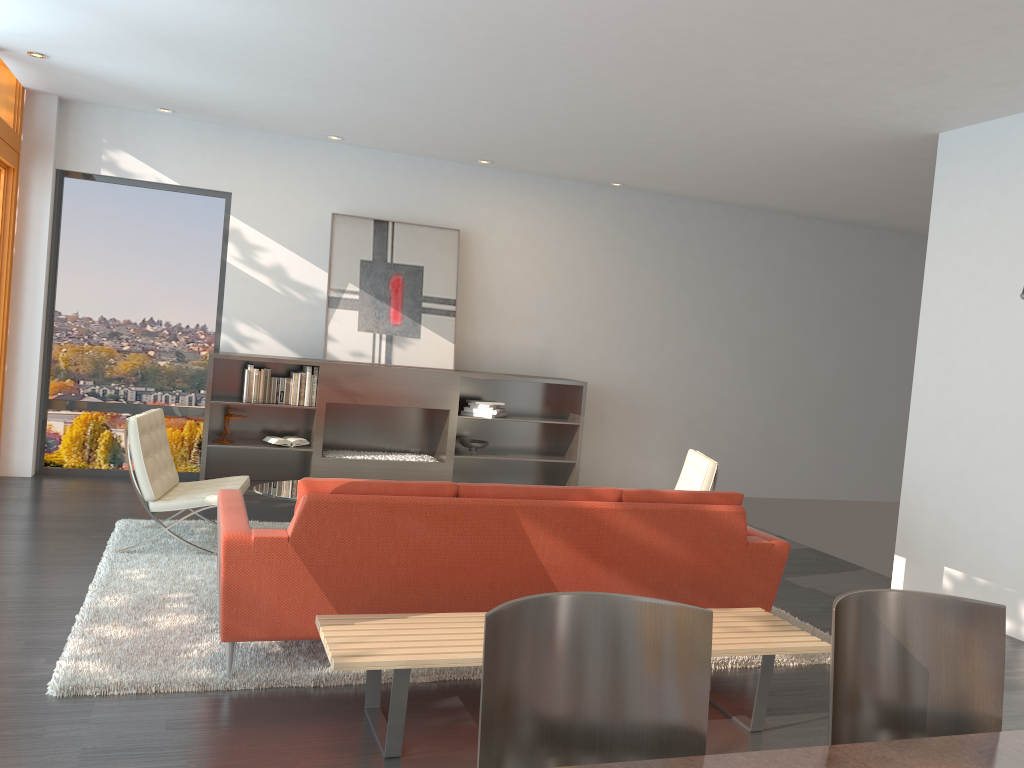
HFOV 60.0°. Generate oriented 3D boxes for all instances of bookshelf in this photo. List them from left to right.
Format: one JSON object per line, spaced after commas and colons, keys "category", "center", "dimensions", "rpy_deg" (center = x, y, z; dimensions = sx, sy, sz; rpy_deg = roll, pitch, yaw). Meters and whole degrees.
{"category": "bookshelf", "center": [-1.024, 0.423, 8.094], "dimensions": [3.386, 1.162, 0.570], "rpy_deg": [4, 2, -19]}

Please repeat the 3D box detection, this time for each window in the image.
{"category": "window", "center": [-3.954, -0.870, 6.608], "dimensions": [0.211, 3.345, 1.157], "rpy_deg": [4, 2, -19]}
{"category": "window", "center": [-3.251, -0.854, 7.736], "dimensions": [1.409, 3.339, 0.065], "rpy_deg": [4, 2, -19]}

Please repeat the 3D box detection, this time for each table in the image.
{"category": "table", "center": [-0.623, 0.922, 5.632], "dimensions": [1.998, 0.464, 0.948], "rpy_deg": [4, 3, -18]}
{"category": "table", "center": [0.998, 1.162, 1.314], "dimensions": [2.151, 0.764, 1.172], "rpy_deg": [4, 3, -19]}

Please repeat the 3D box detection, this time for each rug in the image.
{"category": "rug", "center": [-0.425, 1.180, 5.327], "dimensions": [3.771, 0.043, 2.985], "rpy_deg": [4, 3, -20]}

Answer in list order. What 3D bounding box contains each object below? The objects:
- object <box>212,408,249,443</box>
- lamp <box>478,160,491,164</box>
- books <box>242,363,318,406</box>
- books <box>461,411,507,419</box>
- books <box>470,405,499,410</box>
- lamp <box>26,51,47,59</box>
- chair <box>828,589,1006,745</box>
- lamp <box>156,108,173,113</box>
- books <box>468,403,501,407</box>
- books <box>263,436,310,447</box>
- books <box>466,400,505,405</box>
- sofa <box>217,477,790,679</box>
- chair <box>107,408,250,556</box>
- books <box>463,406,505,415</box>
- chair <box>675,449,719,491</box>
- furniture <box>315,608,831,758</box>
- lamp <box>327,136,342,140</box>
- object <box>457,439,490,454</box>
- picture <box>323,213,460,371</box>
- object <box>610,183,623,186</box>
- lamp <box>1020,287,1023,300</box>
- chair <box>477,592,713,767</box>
{"category": "object", "center": [-2.404, 0.353, 7.563], "dimensions": [0.245, 0.290, 0.201], "rpy_deg": [5, 2, 1]}
{"category": "lamp", "center": [-0.261, -2.092, 8.351], "dimensions": [0.129, 0.010, 0.129], "rpy_deg": [6, 3, 26]}
{"category": "books", "center": [-1.994, -0.006, 7.625], "dimensions": [0.592, 0.339, 0.324], "rpy_deg": [4, 2, -19]}
{"category": "books", "center": [-0.260, 0.278, 8.266], "dimensions": [0.314, 0.038, 0.398], "rpy_deg": [6, 3, 20]}
{"category": "books", "center": [-0.254, 0.212, 8.263], "dimensions": [0.210, 0.020, 0.300], "rpy_deg": [6, 3, 10]}
{"category": "lamp", "center": [-3.267, -2.261, 6.096], "dimensions": [0.129, 0.010, 0.129], "rpy_deg": [6, 3, 26]}
{"category": "chair", "center": [0.907, 0.978, 1.787], "dimensions": [0.548, 0.967, 0.615], "rpy_deg": [4, 2, -19]}
{"category": "lamp", "center": [-2.905, -2.287, 7.417], "dimensions": [0.129, 0.010, 0.129], "rpy_deg": [6, 3, 26]}
{"category": "books", "center": [-0.252, 0.192, 8.263], "dimensions": [0.210, 0.020, 0.300], "rpy_deg": [6, 3, 20]}
{"category": "books", "center": [-1.957, 0.499, 7.693], "dimensions": [0.336, 0.064, 0.234], "rpy_deg": [3, 3, -39]}
{"category": "books", "center": [-0.251, 0.172, 8.262], "dimensions": [0.300, 0.020, 0.210], "rpy_deg": [4, 3, -29]}
{"category": "sofa", "center": [-0.060, 0.837, 4.270], "dimensions": [2.596, 0.852, 1.038], "rpy_deg": [4, 3, -19]}
{"category": "chair", "center": [-2.046, 0.605, 5.573], "dimensions": [0.707, 0.817, 0.700], "rpy_deg": [5, 2, -10]}
{"category": "books", "center": [-0.257, 0.241, 8.264], "dimensions": [0.314, 0.038, 0.398], "rpy_deg": [6, 3, 10]}
{"category": "chair", "center": [0.976, 0.858, 5.978], "dimensions": [0.707, 0.817, 0.700], "rpy_deg": [5, 2, 0]}
{"category": "furniture", "center": [0.257, 1.149, 3.501], "dimensions": [2.005, 0.357, 0.493], "rpy_deg": [4, 3, -19]}
{"category": "lamp", "center": [-1.576, -2.189, 7.887], "dimensions": [0.129, 0.010, 0.129], "rpy_deg": [6, 3, 26]}
{"category": "object", "center": [-0.361, 0.591, 8.250], "dimensions": [0.309, 0.117, 0.309], "rpy_deg": [6, 3, 14]}
{"category": "picture", "center": [-1.085, -0.836, 8.146], "dimensions": [1.208, 1.338, 0.269], "rpy_deg": [4, 2, -19]}
{"category": "object", "center": [1.048, -1.998, 8.879], "dimensions": [0.129, 0.010, 0.129], "rpy_deg": [6, 3, 26]}
{"category": "lamp", "center": [1.115, -0.895, 1.228], "dimensions": [0.567, 1.579, 0.567], "rpy_deg": [5, 2, 10]}
{"category": "chair", "center": [0.187, 0.925, 1.532], "dimensions": [0.548, 0.967, 0.615], "rpy_deg": [4, 2, -19]}
